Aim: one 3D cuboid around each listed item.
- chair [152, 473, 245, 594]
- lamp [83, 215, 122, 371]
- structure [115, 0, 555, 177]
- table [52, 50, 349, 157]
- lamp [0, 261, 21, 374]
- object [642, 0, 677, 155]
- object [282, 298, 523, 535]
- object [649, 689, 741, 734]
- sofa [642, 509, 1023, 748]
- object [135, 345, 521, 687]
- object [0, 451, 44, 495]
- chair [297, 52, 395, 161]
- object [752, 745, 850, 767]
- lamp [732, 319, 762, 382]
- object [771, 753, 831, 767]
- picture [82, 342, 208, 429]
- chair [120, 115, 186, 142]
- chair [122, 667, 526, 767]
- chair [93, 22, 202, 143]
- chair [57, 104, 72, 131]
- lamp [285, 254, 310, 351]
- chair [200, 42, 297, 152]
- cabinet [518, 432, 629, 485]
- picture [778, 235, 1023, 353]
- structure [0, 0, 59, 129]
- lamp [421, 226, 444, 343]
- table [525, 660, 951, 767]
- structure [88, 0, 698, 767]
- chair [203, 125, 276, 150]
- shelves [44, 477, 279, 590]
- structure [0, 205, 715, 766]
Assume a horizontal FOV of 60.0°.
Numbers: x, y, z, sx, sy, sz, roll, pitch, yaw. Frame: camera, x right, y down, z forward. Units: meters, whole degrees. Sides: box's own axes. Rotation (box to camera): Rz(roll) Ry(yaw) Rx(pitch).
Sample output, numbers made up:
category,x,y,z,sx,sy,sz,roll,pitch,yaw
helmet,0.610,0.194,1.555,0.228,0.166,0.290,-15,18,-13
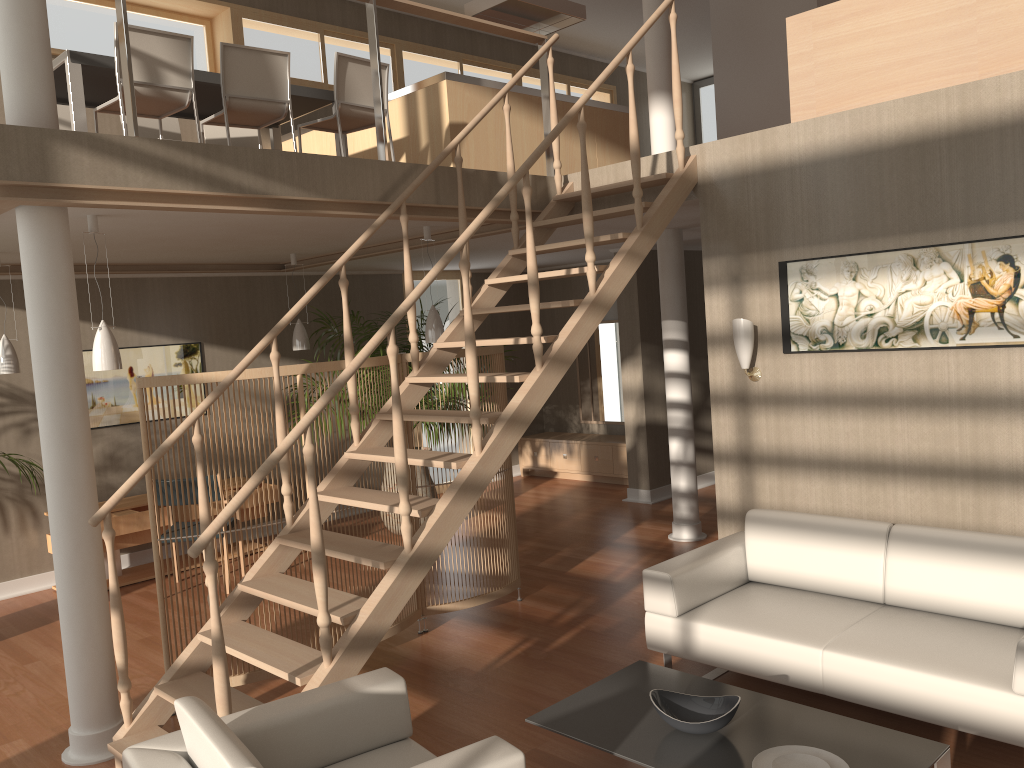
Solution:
category,x,y,z,sx,sy,sz,roll,pitch,yaw
chair,-2.306,1.071,6.519,0.582,0.856,0.509,-4,4,-4
lamp,-2.132,-0.470,4.589,0.139,0.800,0.139,-6,4,-30
structure,-2.129,-1.631,5.841,3.300,0.900,3.475,-8,5,-44
table,-2.091,-1.553,5.835,1.800,0.740,0.900,-8,5,-44
lamp,-3.361,-0.466,5.845,0.139,0.800,0.139,-3,4,20
object,1.103,-2.676,6.723,0.200,2.400,0.200,-8,5,-44
object,-0.991,0.382,7.823,2.109,2.304,2.157,-1,5,34
object,0.644,1.154,3.114,0.317,0.125,0.223,-3,4,17
sofa,1.557,1.030,3.867,0.905,0.740,1.781,-8,5,-44
object,-0.796,0.630,4.853,2.229,1.542,0.233,-7,5,-39
object,-3.879,0.778,5.022,2.157,2.304,2.109,-1,5,38
chair,-1.089,-1.650,5.751,0.496,0.796,0.430,-1,5,41
object,0.904,1.211,2.775,0.294,0.020,0.294,-3,4,18
lamp,1.277,-0.183,4.827,0.153,0.353,0.112,-8,5,-44
object,0.904,1.208,2.775,0.178,0.020,0.178,-4,4,-5
picture,-3.147,0.015,7.262,1.317,0.633,0.010,-8,5,-44
chair,-2.372,-1.584,6.139,0.496,0.796,0.430,-1,5,41
chair,-0.561,1.268,2.596,0.905,0.740,0.900,-7,5,-34
chair,-2.075,-1.529,5.006,0.430,0.796,0.496,-8,5,-44
chair,-2.898,-1.523,5.806,0.496,0.796,0.430,-1,5,41
lamp,-1.788,-0.683,7.386,0.139,0.800,0.139,-3,4,20
chair,-1.631,-1.589,5.432,0.430,0.796,0.496,-7,5,-39
cabinet,0.922,0.820,9.772,0.500,0.458,1.911,-8,5,-44
picture,1.970,-0.408,4.178,0.018,0.487,1.531,-8,5,-44
structure,-2.133,-2.242,3.720,0.200,2.400,0.200,-8,5,-44
lamp,-0.559,-0.687,6.130,0.139,0.800,0.139,-5,4,-9
table,0.747,1.357,3.104,0.700,0.293,1.260,-8,5,-44
structure,-0.364,-0.289,4.335,3.150,3.578,1.000,-8,5,-44
chair,-1.972,-1.639,6.541,0.430,0.796,0.496,-7,5,-34
shelves,-2.728,1.188,7.063,1.600,0.590,0.658,-8,5,-44
structure,1.343,0.012,5.832,10.775,2.533,8.342,-8,5,-44
